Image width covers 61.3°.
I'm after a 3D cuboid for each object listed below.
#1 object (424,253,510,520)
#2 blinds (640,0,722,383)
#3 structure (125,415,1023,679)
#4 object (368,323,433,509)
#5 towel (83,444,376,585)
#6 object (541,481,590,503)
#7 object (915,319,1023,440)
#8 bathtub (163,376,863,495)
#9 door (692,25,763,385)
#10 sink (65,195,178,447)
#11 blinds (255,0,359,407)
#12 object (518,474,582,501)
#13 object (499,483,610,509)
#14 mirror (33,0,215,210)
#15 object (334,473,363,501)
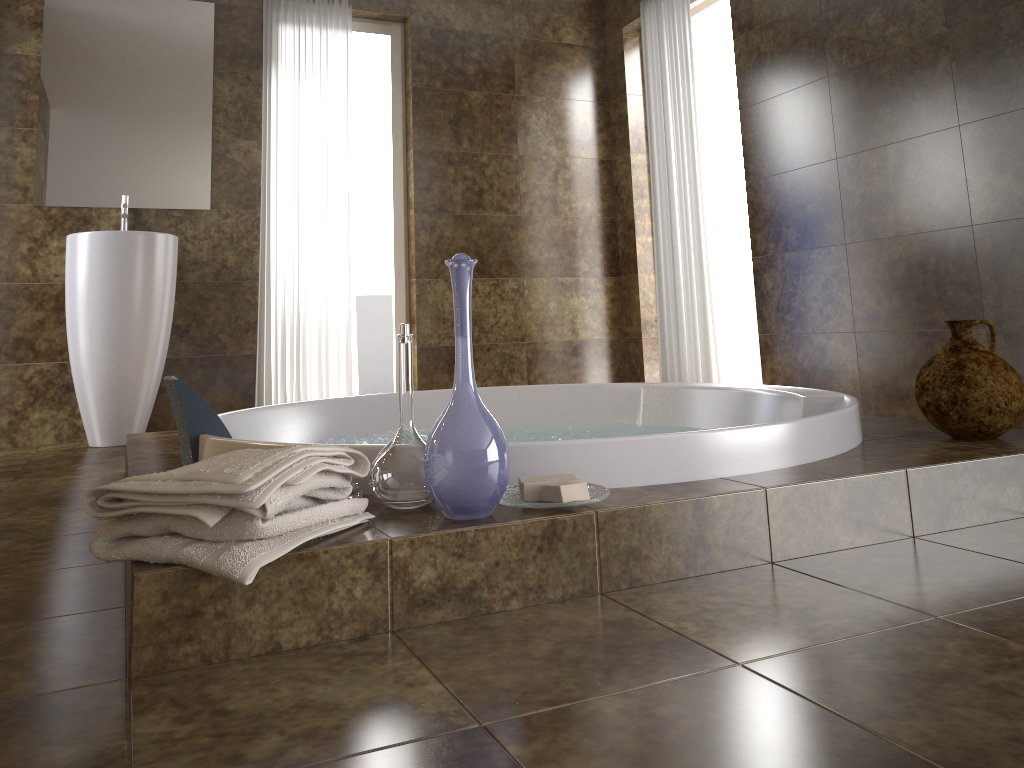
[{"bbox_3d":[-0.076,-0.005,1.391,0.136,0.429,0.132,0,-9,-16],"label":"object"},{"bbox_3d":[0.864,-1.042,4.589,0.069,2.325,0.471,2,-10,-24],"label":"blinds"},{"bbox_3d":[0.034,0.207,2.383,2.006,0.126,1.975,-4,4,-24],"label":"structure"},{"bbox_3d":[-0.181,0.049,1.483,0.130,0.315,0.126,0,-8,-16],"label":"object"},{"bbox_3d":[-0.407,0.171,1.270,0.337,0.153,0.318,-2,1,21],"label":"towel"},{"bbox_3d":[0.085,0.171,1.370,0.053,0.035,0.072,-2,1,-24],"label":"object"},{"bbox_3d":[1.066,-0.014,2.024,0.227,0.281,0.228,-6,-6,38],"label":"object"},{"bbox_3d":[0.033,0.199,2.382,1.747,0.533,1.729,-2,2,7],"label":"bathtub"},{"bbox_3d":[1.353,-1.034,4.998,0.959,2.275,0.039,-3,-10,9],"label":"door"},{"bbox_3d":[-1.731,-0.312,3.822,0.458,1.161,0.425,1,-8,-21],"label":"sink"},{"bbox_3d":[-1.044,-0.964,4.443,0.518,2.313,0.065,2,-10,-23],"label":"blinds"},{"bbox_3d":[0.063,0.171,1.436,0.101,0.033,0.060,-3,0,-9],"label":"object"},{"bbox_3d":[0.065,0.188,1.422,0.190,0.019,0.187,-4,4,-35],"label":"object"},{"bbox_3d":[-1.861,-1.387,4.201,0.767,1.115,0.008,0,-10,-23],"label":"mirror"},{"bbox_3d":[-0.348,0.170,1.517,0.169,0.077,0.167,-3,1,-43],"label":"object"}]
